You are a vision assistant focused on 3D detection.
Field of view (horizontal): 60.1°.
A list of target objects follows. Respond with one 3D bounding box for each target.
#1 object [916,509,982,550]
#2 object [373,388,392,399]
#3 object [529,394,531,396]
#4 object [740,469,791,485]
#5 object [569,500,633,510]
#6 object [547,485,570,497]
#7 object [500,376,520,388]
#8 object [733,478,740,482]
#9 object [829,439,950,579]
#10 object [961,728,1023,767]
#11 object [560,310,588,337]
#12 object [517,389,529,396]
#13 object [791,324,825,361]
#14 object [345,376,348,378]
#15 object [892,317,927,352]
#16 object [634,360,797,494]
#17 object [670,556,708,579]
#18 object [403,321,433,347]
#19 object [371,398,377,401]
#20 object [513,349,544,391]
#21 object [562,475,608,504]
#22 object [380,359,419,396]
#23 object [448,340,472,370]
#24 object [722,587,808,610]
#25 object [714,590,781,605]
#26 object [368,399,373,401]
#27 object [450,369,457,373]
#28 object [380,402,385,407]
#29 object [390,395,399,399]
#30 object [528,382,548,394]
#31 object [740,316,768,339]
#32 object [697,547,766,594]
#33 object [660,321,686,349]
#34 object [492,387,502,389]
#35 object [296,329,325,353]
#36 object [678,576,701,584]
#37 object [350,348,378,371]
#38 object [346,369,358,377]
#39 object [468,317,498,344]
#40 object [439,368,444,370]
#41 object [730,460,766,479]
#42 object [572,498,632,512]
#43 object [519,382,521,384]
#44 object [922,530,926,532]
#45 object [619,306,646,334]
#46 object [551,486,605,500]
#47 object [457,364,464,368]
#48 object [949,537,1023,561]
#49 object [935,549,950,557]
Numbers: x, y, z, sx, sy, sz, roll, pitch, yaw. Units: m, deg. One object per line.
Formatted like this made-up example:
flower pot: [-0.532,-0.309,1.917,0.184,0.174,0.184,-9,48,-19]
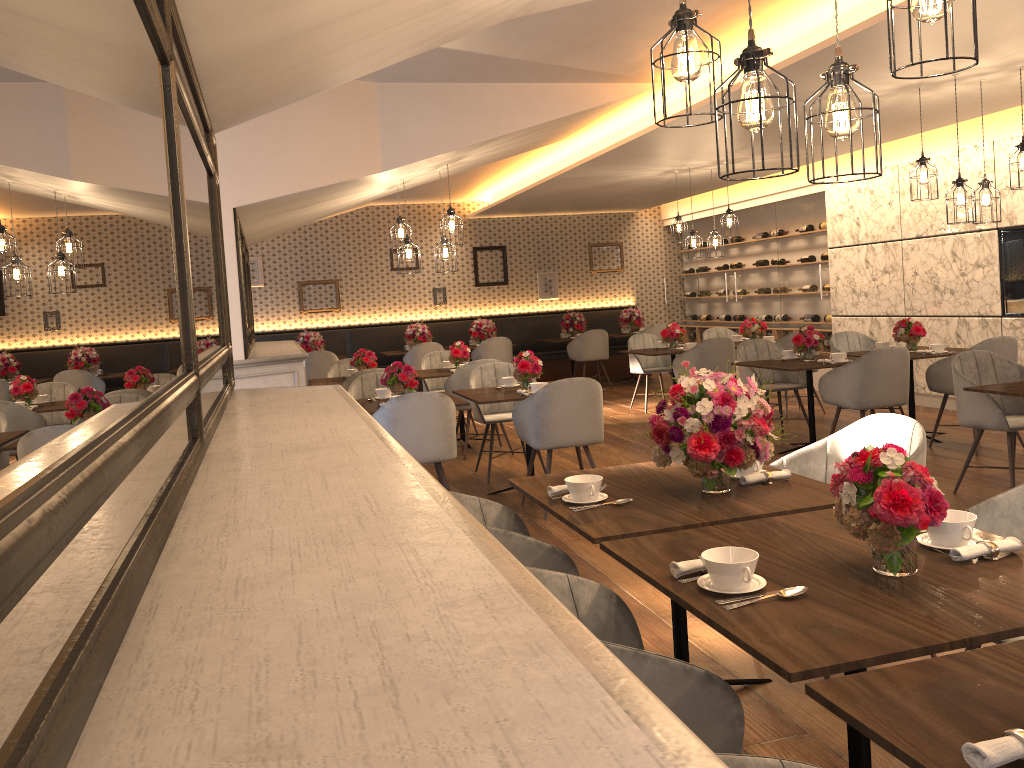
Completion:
object: [1.057,0.354,2.141,0.148,0.072,0.149,-1,6,27]
object: [-0.923,0.070,6.391,0.148,0.072,0.149,1,7,42]
object: [0.105,0.059,6.053,0.025,0.024,0.193,-5,6,-15]
object: [0.840,0.308,2.930,0.176,0.039,0.056,-5,5,-15]
object: [0.281,0.377,2.777,0.211,0.004,0.022,-5,6,-15]
object: [0.203,0.348,2.954,0.176,0.039,0.056,-5,5,-15]
object: [-0.014,-0.014,6.641,0.148,0.072,0.149,1,7,42]
object: [0.822,0.313,2.961,0.193,0.024,0.025,-5,4,-15]
object: [0.850,0.267,1.983,0.234,0.300,0.306,-4,4,4]
object: [0.690,0.487,1.193,0.176,0.039,0.056,-5,5,-15]
object: [0.917,-0.890,13.195,0.405,0.424,0.421,-2,4,27]
object: [0.074,0.056,6.034,0.056,0.039,0.176,-5,6,-15]
object: [2.404,-0.339,7.167,0.306,0.300,0.234,-7,5,-38]
object: [-1.606,-0.064,8.584,0.022,0.004,0.211,-5,6,-15]
object: [3.327,-0.422,7.390,0.234,0.300,0.306,-5,4,-13]
object: [0.649,0.133,2.861,0.420,0.424,0.406,-6,4,-27]
object: [0.451,0.419,2.056,0.176,0.039,0.056,-5,5,-15]
object: [-1.343,-0.689,12.664,0.405,0.424,0.421,-2,4,28]
object: [-0.988,0.113,6.347,0.022,0.004,0.211,-5,6,-15]
object: [0.119,-0.107,6.317,0.234,0.300,0.306,-4,4,4]
object: [0.233,0.340,2.844,0.148,0.072,0.149,-1,6,27]
object: [-0.781,-0.022,6.058,0.235,0.300,0.305,-7,5,-40]
object: [-0.499,-0.283,8.554,0.234,0.300,0.306,-4,4,4]
object: [0.531,0.446,1.843,0.197,0.015,0.043,-6,6,-19]
object: [0.529,0.449,1.879,0.211,0.004,0.022,-5,6,-15]
object: [-1.025,0.110,6.344,0.043,0.015,0.197,-6,6,-19]
object: [-0.543,-0.121,8.271,0.056,0.039,0.176,-5,6,-15]
object: [-0.835,0.140,5.784,0.056,0.039,0.176,-5,6,-15]
object: [-0.726,0.113,5.814,0.148,0.072,0.149,1,7,42]
object: [0.183,0.029,6.064,0.148,0.072,0.149,1,7,42]
object: [2.665,-0.611,9.777,0.305,0.301,0.235,-3,4,6]
object: [0.481,0.411,1.945,0.148,0.072,0.149,-1,6,27]
object: [1.744,-0.529,9.557,0.306,0.300,0.234,-7,5,-38]
object: [-0.116,0.026,6.593,0.043,0.015,0.197,-6,6,-19]
object: [-2.784,-0.547,12.176,0.420,0.424,0.406,-6,4,-27]
object: [0.470,0.428,2.025,0.193,0.024,0.025,-5,4,-15]
object: [-1.398,-0.199,8.295,0.235,0.300,0.305,-7,5,-40]
object: [-1.541,-0.107,8.628,0.148,0.072,0.149,1,7,42]
object: [-0.421,-0.765,12.814,0.420,0.424,0.406,-5,4,-13]
object: [-0.697,-0.148,8.833,0.022,0.004,0.211,-5,6,-15]
object: [0.808,0.283,3.039,0.148,0.072,0.149,-1,6,27]
object: [0.283,0.375,2.741,0.197,0.015,0.043,-6,6,-19]
object: [0.097,-0.007,6.672,0.056,0.039,0.176,-5,6,-15]
object: [1.010,0.376,2.246,0.197,0.015,0.043,-6,6,-19]
object: [1.817,-0.974,13.453,0.405,0.424,0.421,-2,4,28]
object: [0.222,0.356,2.924,0.193,0.024,0.025,-5,4,-15]
object: [-0.435,-0.148,8.301,0.148,0.072,0.149,1,7,42]
object: [1.088,0.379,2.032,0.176,0.039,0.056,-5,5,-15]
object: [1.070,0.385,2.063,0.193,0.024,0.025,-5,4,-15]
